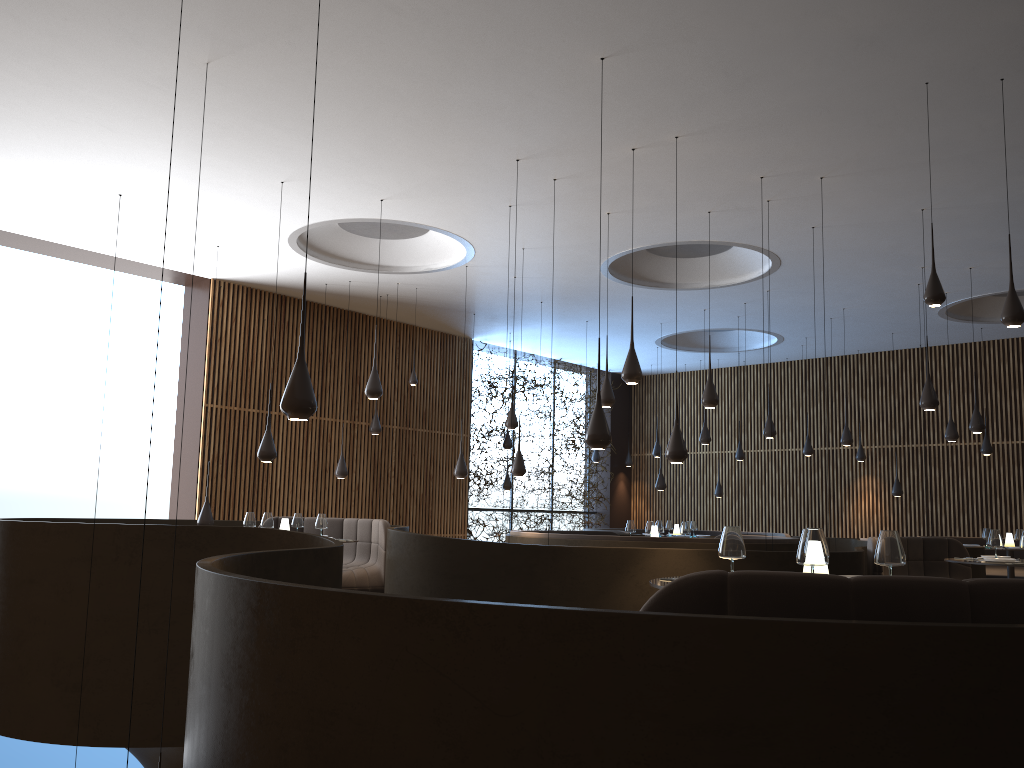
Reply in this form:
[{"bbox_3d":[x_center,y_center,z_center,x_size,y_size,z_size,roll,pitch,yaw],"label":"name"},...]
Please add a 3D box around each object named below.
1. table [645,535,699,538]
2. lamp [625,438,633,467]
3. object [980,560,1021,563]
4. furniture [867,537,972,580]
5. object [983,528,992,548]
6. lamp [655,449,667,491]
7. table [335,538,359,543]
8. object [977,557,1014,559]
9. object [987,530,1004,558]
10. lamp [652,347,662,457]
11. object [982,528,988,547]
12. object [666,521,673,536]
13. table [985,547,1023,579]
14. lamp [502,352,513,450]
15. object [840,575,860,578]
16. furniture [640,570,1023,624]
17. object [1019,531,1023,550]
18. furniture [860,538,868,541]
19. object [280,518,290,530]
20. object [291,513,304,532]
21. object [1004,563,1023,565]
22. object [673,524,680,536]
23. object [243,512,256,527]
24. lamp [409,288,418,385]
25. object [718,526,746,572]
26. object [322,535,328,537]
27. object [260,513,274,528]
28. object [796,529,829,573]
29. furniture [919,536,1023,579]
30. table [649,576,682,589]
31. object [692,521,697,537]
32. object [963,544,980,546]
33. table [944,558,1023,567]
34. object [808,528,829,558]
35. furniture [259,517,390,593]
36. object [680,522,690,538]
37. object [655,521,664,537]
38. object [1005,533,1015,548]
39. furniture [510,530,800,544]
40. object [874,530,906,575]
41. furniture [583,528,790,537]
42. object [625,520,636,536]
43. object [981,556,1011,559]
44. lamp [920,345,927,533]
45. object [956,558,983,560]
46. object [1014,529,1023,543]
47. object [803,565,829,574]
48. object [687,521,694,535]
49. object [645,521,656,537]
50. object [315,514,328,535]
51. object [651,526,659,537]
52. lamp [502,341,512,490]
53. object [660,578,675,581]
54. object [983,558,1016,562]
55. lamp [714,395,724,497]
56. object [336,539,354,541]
[{"bbox_3d":[3.157,3.436,16.996,1.672,1.021,1.678,1,-8,2],"label":"table"},{"bbox_3d":[2.801,0.863,21.228,0.196,2.217,0.196,4,-8,-23],"label":"lamp"},{"bbox_3d":[4.454,1.620,8.093,0.332,0.014,0.332,-6,-11,42],"label":"object"},{"bbox_3d":[4.685,2.280,10.064,2.536,1.057,0.932,9,-11,-42],"label":"furniture"},{"bbox_3d":[7.271,2.353,13.535,0.142,0.294,0.142,-3,-8,29],"label":"object"},{"bbox_3d":[2.620,0.392,15.587,0.196,2.952,0.196,-4,-9,36],"label":"lamp"},{"bbox_3d":[-2.609,2.273,10.041,1.673,1.021,1.677,-4,-10,33],"label":"table"},{"bbox_3d":[4.784,1.727,8.763,0.332,0.014,0.333,3,-9,-14],"label":"object"},{"bbox_3d":[4.677,1.558,8.576,0.142,0.294,0.142,-5,-10,41],"label":"object"},{"bbox_3d":[2.922,0.358,17.803,0.196,2.217,0.196,-2,-8,26],"label":"lamp"},{"bbox_3d":[7.481,2.423,13.973,0.142,0.294,0.142,4,-8,-17],"label":"object"},{"bbox_3d":[3.090,2.834,17.419,0.142,0.294,0.142,-5,-10,41],"label":"object"},{"bbox_3d":[7.594,3.016,13.481,1.673,1.021,1.677,-4,-9,31],"label":"table"},{"bbox_3d":[-0.061,0.131,16.736,0.196,2.217,0.196,3,-7,-13],"label":"lamp"},{"bbox_3d":[1.911,1.076,4.880,0.263,0.029,0.264,-4,-10,32],"label":"object"},{"bbox_3d":[2.348,1.242,3.596,4.247,1.118,1.472,7,-10,-35],"label":"furniture"},{"bbox_3d":[4.651,1.470,7.982,0.142,0.294,0.142,1,-7,1],"label":"object"},{"bbox_3d":[5.924,2.874,13.333,0.900,1.044,2.539,2,-8,-7],"label":"furniture"},{"bbox_3d":[-2.594,1.652,10.116,0.142,0.231,0.145,5,-8,-27],"label":"object"},{"bbox_3d":[-2.549,1.684,10.533,0.142,0.294,0.142,0,-7,9],"label":"object"},{"bbox_3d":[4.483,1.583,7.794,0.262,0.017,0.127,3,-9,-9],"label":"object"},{"bbox_3d":[3.171,2.815,17.071,0.142,0.231,0.145,-2,-8,21],"label":"object"},{"bbox_3d":[-3.003,1.617,10.147,0.142,0.294,0.142,-1,-7,14],"label":"object"},{"bbox_3d":[-1.487,-0.731,13.571,0.133,1.504,0.133,-4,-9,36],"label":"lamp"},{"bbox_3d":[1.163,0.901,4.681,0.142,0.294,0.142,-2,-8,26],"label":"object"},{"bbox_3d":[-2.326,1.824,10.577,0.263,0.029,0.264,0,-8,7],"label":"object"},{"bbox_3d":[-2.702,1.570,9.783,0.142,0.294,0.142,-4,-9,38],"label":"object"},{"bbox_3d":[1.402,0.825,4.136,0.142,0.294,0.142,5,-8,-25],"label":"object"},{"bbox_3d":[8.312,2.956,13.782,1.981,1.044,3.946,4,-9,-16],"label":"furniture"},{"bbox_3d":[1.532,1.537,4.437,1.675,1.021,1.675,8,-10,-39],"label":"table"},{"bbox_3d":[3.537,2.820,17.261,0.142,0.294,0.142,2,-7,-5],"label":"object"},{"bbox_3d":[7.141,2.517,13.799,0.263,0.029,0.263,9,-11,-41],"label":"object"},{"bbox_3d":[4.935,2.169,8.181,1.672,1.021,1.677,3,-8,-14],"label":"table"},{"bbox_3d":[1.682,0.947,4.910,0.142,0.294,0.142,-4,-9,39],"label":"object"},{"bbox_3d":[-2.365,2.171,10.850,2.533,1.057,0.933,-5,-10,37],"label":"furniture"},{"bbox_3d":[2.341,2.011,11.985,0.142,0.294,0.142,0,-7,12],"label":"object"},{"bbox_3d":[2.078,2.084,12.520,0.142,0.294,0.142,5,-8,-27],"label":"object"},{"bbox_3d":[7.608,2.395,13.556,0.142,0.231,0.145,-3,-9,33],"label":"object"},{"bbox_3d":[1.886,2.604,12.034,3.880,1.114,3.803,-1,-9,16],"label":"furniture"},{"bbox_3d":[1.840,0.862,4.314,0.142,0.294,0.142,0,-7,11],"label":"object"},{"bbox_3d":[3.289,3.316,16.786,3.883,1.044,3.803,-1,-9,18],"label":"furniture"},{"bbox_3d":[1.648,2.045,12.322,0.142,0.294,0.142,0,-7,8],"label":"object"},{"bbox_3d":[4.784,1.717,8.764,0.263,0.029,0.264,3,-9,-11],"label":"object"},{"bbox_3d":[7.810,2.352,16.730,0.196,6.256,0.196,6,-8,-33],"label":"lamp"},{"bbox_3d":[4.487,1.719,8.706,0.126,0.017,0.263,3,-9,-14],"label":"object"},{"bbox_3d":[7.642,2.332,13.340,0.142,0.294,0.142,4,-8,-21],"label":"object"},{"bbox_3d":[1.546,0.915,4.513,0.142,0.231,0.145,-1,-8,19],"label":"object"},{"bbox_3d":[3.347,2.733,16.697,0.142,0.294,0.142,-4,-9,34],"label":"object"},{"bbox_3d":[1.832,1.962,11.734,0.142,0.294,0.142,1,-7,3],"label":"object"},{"bbox_3d":[-2.175,1.629,10.106,0.142,0.294,0.142,-6,-10,44],"label":"object"},{"bbox_3d":[1.949,2.054,12.129,0.145,0.231,0.142,6,-9,-33],"label":"object"},{"bbox_3d":[-0.062,0.606,17.444,0.196,2.952,0.196,3,-7,-13],"label":"lamp"},{"bbox_3d":[0.926,1.046,4.715,0.126,0.017,0.262,8,-11,-40],"label":"object"},{"bbox_3d":[4.454,1.610,8.095,0.263,0.029,0.263,9,-12,-43],"label":"object"},{"bbox_3d":[4.424,0.937,18.987,0.196,2.952,0.196,-2,-8,26],"label":"lamp"},{"bbox_3d":[-1.939,1.779,10.101,0.262,0.017,0.127,-4,-10,34],"label":"object"}]
